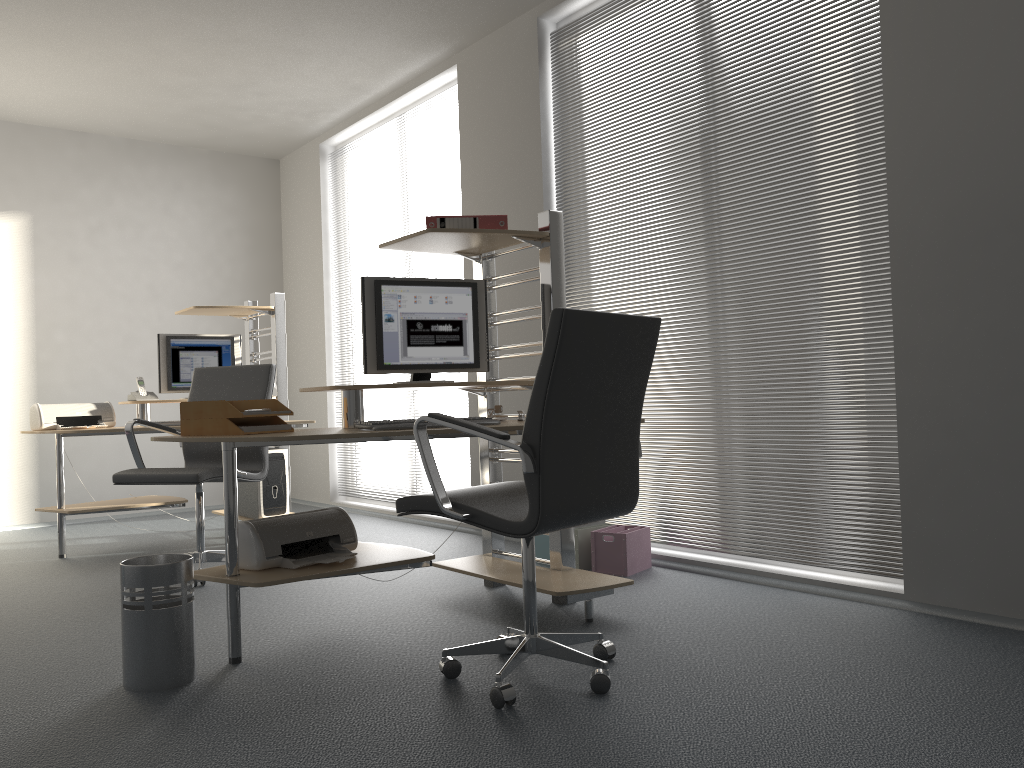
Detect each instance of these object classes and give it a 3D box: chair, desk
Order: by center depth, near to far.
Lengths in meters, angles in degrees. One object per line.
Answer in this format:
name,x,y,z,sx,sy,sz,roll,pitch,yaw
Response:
chair,0.054,0.338,2.618,0.652,1.048,0.584,-3,-1,39
desk,-0.393,0.105,3.153,1.469,1.566,0.967,-1,-1,-37
chair,-1.542,0.425,4.389,0.584,1.048,0.652,-2,-1,19
desk,-2.079,0.203,5.379,1.469,1.566,0.967,-1,-1,-37

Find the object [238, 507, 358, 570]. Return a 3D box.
object,-0.709,0.533,3.075,0.351,0.162,0.438,-3,-1,37

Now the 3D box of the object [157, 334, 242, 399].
object,-2.027,-0.110,5.771,0.516,0.418,0.245,-2,-1,-22

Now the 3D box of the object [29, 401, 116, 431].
object,-2.591,0.188,5.294,0.351,0.162,0.438,-3,-1,45

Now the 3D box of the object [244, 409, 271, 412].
object,-0.857,0.089,2.989,0.008,0.009,0.159,-2,-1,17

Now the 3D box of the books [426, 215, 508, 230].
books,-0.188,-0.624,3.609,0.320,0.072,0.262,-2,-1,-5

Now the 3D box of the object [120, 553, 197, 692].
object,-1.073,0.722,2.695,0.208,0.377,0.208,-2,-1,6

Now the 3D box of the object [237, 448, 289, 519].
object,-1.598,0.623,5.628,0.199,0.422,0.471,-1,-1,-37

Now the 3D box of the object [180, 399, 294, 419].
object,-0.944,0.085,3.044,0.309,0.060,0.225,-3,-1,32

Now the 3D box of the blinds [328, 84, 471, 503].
blinds,-0.837,-0.516,6.364,0.037,2.749,1.950,-1,-1,-37

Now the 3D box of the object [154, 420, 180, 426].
object,-2.066,0.266,5.513,0.478,0.082,0.814,-1,-1,-30

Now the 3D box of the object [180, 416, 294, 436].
object,-0.942,0.141,3.043,0.309,0.060,0.225,-3,-1,32

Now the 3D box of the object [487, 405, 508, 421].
object,-0.068,0.117,3.512,0.054,0.064,0.159,-2,-1,20

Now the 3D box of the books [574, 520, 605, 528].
books,0.361,0.719,4.310,0.220,0.306,0.068,-1,-1,-37

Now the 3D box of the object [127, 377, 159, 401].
object,-2.303,0.029,5.526,0.119,0.151,0.150,-3,-1,39

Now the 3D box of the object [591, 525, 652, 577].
object,0.513,0.782,4.157,0.185,0.202,0.245,-3,-1,35

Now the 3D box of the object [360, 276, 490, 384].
object,-0.352,-0.208,3.564,0.516,0.418,0.245,-2,-1,-15

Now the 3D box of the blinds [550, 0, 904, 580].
blinds,0.855,-0.614,4.134,0.022,2.770,1.950,-1,-1,-37

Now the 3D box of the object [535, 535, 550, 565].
object,0.243,0.797,4.468,0.245,0.202,0.185,-1,-1,-37

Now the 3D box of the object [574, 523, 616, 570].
object,0.355,0.790,4.321,0.245,0.202,0.185,-1,-1,-37

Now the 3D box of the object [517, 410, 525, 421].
object,0.037,0.124,3.497,0.022,0.042,0.134,-2,-1,5

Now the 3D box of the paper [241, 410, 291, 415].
paper,-0.943,0.102,3.043,0.297,0.010,0.210,-3,-1,32

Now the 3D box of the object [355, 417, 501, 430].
object,-0.420,0.169,3.277,0.478,0.082,0.814,-1,-1,-30

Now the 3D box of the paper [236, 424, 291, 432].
paper,-0.941,0.153,3.042,0.297,0.019,0.210,-3,-1,32
